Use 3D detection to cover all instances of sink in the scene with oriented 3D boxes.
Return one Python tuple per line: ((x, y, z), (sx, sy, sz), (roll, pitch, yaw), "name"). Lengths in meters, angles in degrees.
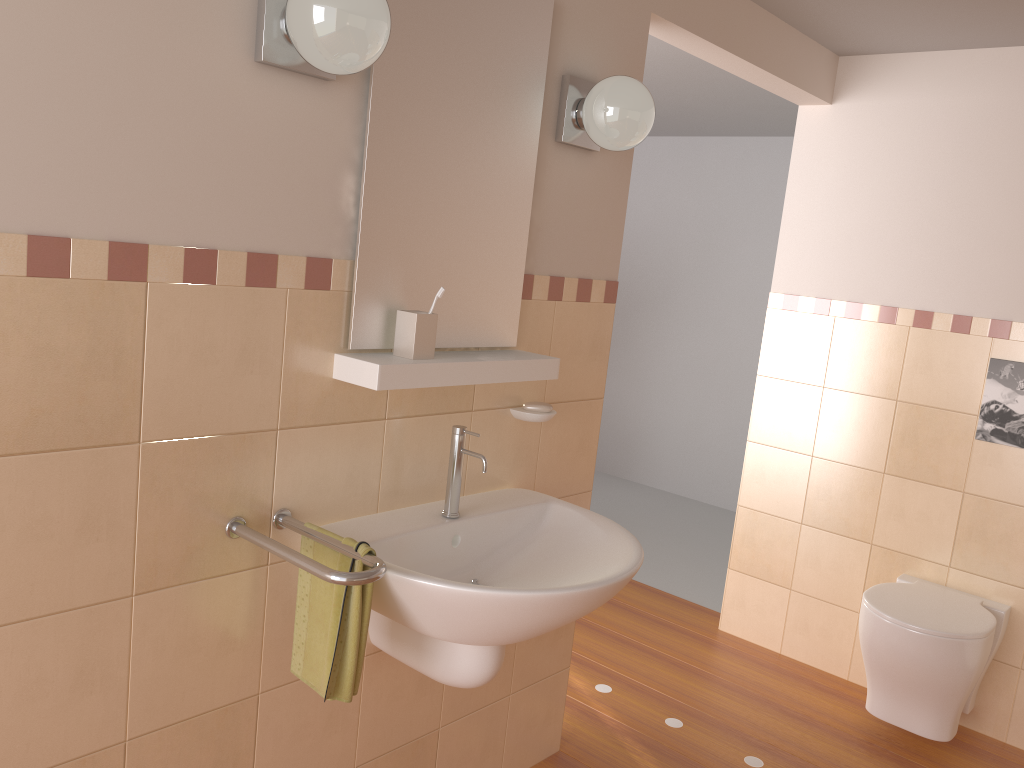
((-0.014, 0.376, 1.839), (0.539, 0.516, 0.683), (13, 11, 40), "sink")

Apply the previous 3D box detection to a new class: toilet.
((1.336, 0.901, 2.884), (0.375, 0.400, 0.534), (13, 11, 40), "toilet")

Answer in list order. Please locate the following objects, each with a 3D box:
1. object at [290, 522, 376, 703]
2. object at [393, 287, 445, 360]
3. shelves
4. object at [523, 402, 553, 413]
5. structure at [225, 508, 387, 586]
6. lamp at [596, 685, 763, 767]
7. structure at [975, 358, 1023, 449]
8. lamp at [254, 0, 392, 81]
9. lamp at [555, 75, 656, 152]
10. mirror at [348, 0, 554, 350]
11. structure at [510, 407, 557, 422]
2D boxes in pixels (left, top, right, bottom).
((-0.328, 0.416, 1.630), (0.085, 0.306, 0.181), (1, 10, -33), "object")
((-0.187, -0.127, 1.795), (0.073, 0.149, 0.063), (13, 11, 40), "object")
((-0.121, -0.036, 1.909), (0.138, 0.050, 0.554), (13, 11, 40), "shelves")
((0.064, 0.058, 2.189), (0.075, 0.023, 0.050), (7, 9, 5), "object")
((-0.355, 0.292, 1.570), (0.333, 0.042, 0.142), (13, 11, 40), "structure")
((-0.303, 1.208, 1.524), (2.893, 0.001, 3.173), (13, 11, 40), "lamp")
((1.641, 0.065, 2.916), (0.170, 0.279, 0.005), (13, 11, 40), "structure")
((-0.301, -0.607, 1.483), (0.209, 0.173, 0.173), (13, 11, 40), "lamp")
((0.238, -0.642, 2.107), (0.209, 0.173, 0.173), (13, 11, 40), "lamp")
((-0.114, -0.470, 1.877), (0.008, 0.799, 0.502), (13, 11, 40), "mirror")
((0.061, 0.079, 2.190), (0.092, 0.029, 0.117), (13, 11, 40), "structure")
